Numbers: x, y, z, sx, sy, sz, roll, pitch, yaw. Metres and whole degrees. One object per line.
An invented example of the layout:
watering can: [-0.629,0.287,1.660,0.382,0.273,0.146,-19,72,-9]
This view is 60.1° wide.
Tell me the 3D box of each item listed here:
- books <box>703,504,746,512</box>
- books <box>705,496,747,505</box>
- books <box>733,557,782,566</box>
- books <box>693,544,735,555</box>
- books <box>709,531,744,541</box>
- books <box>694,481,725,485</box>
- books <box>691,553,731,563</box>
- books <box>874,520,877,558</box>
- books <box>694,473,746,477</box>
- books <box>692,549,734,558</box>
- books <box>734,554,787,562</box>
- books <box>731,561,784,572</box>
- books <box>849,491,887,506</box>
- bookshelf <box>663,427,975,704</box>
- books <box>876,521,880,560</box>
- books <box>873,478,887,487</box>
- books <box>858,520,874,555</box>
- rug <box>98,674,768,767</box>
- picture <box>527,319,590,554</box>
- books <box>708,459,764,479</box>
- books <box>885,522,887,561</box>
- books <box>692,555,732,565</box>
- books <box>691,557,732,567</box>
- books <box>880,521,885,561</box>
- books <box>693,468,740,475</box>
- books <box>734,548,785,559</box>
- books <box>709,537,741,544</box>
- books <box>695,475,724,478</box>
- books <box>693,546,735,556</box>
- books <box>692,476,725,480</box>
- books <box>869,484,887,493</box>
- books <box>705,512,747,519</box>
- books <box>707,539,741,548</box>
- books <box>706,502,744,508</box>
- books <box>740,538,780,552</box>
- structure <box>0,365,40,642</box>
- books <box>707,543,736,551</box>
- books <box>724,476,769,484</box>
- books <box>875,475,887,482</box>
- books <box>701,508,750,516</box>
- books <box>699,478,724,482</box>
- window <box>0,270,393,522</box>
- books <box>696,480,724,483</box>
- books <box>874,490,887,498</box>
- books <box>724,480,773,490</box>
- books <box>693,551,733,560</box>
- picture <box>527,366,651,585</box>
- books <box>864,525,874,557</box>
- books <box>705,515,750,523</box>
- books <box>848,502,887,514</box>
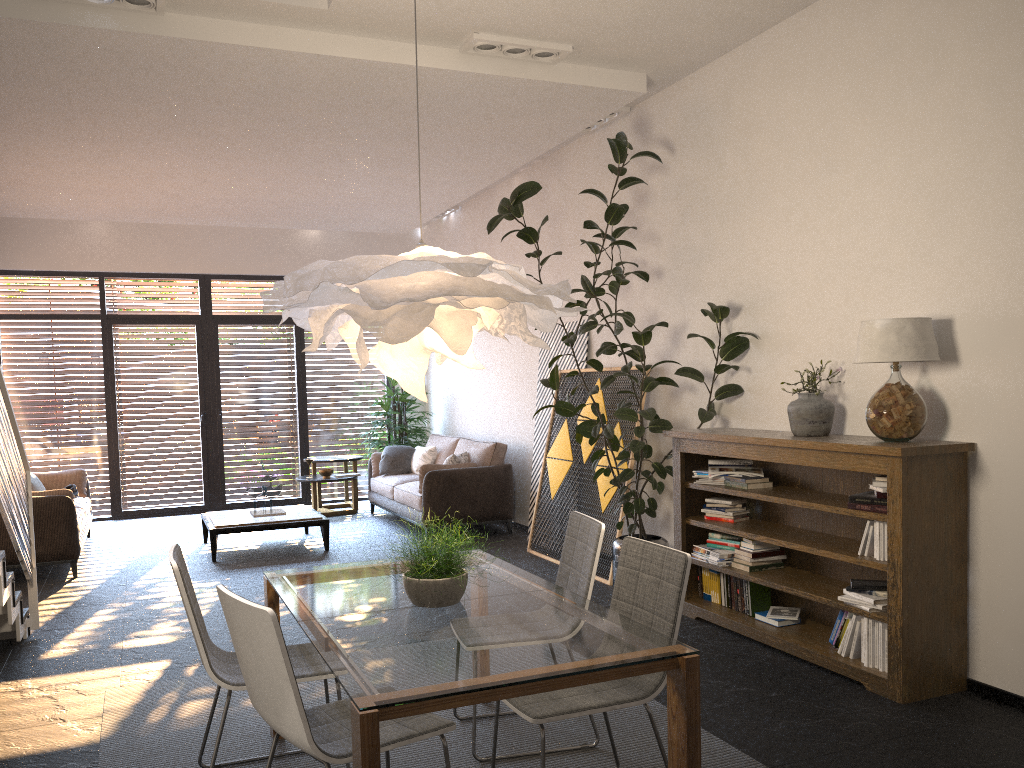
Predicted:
books: [1.326,0.770,5.530,0.162,0.023,0.231,-2,0,-22]
books: [1.333,0.727,5.517,0.155,0.020,0.205,-2,0,-38]
books: [1.455,1.040,5.244,0.227,0.024,0.166,-2,0,-25]
books: [1.289,1.010,5.446,0.218,0.013,0.304,-2,0,-18]
books: [1.372,0.932,5.458,0.193,0.028,0.245,-2,0,-43]
books: [1.329,0.606,5.479,0.318,0.011,0.252,-1,0,41]
books: [1.280,1.062,5.456,0.218,0.013,0.304,-2,0,-18]
books: [1.800,0.739,4.262,0.136,0.189,0.018,-2,3,-23]
books: [1.333,0.553,5.500,0.318,0.011,0.252,-1,0,39]
books: [1.284,1.034,5.447,0.218,0.008,0.304,-2,0,-19]
books: [1.467,1.016,5.236,0.243,0.024,0.175,-2,0,-16]
books: [1.451,1.069,5.237,0.243,0.034,0.179,-2,0,-21]
books: [0.940,-2.764,1.645,0.360,6.727,5.379,0,2,18]
bookshelf: [1.558,0.869,4.892,0.450,1.175,1.916,-3,1,-23]
books: [1.793,0.740,4.218,0.136,0.189,0.018,-2,3,-23]
books: [1.845,0.469,4.207,0.243,0.024,0.174,-1,0,22]
books: [1.763,0.742,4.307,0.135,0.182,0.078,-2,3,-23]
rug: [-0.250,1.503,3.252,2.369,0.006,3.682,-2,0,-23]
picture: [0.400,0.468,7.926,0.207,2.025,0.956,-3,3,-23]
books: [1.369,0.528,5.437,0.322,0.109,0.272,-1,1,12]
books: [1.824,0.739,4.196,0.135,0.189,0.015,-2,3,-23]
books: [1.281,1.078,5.458,0.218,0.007,0.304,-2,0,-18]
books: [1.282,1.085,5.456,0.218,0.008,0.304,-2,0,-23]
books: [1.806,0.739,4.205,0.135,0.189,0.015,-2,3,-23]
books: [1.331,0.542,5.508,0.318,0.011,0.252,-1,0,44]
books: [1.459,0.990,5.227,0.225,0.029,0.179,-2,0,-20]
books: [1.372,0.953,5.457,0.192,0.014,0.255,-2,0,-35]
books: [1.334,0.563,5.482,0.318,0.011,0.252,-1,0,39]
books: [1.290,1.019,5.448,0.218,0.008,0.304,-2,0,-18]
books: [1.326,0.574,5.496,0.252,0.011,0.318,-2,0,-41]
books: [1.842,0.491,4.187,0.244,0.019,0.174,-2,0,2]
books: [1.335,0.812,5.522,0.155,0.022,0.205,-2,0,-43]
books: [1.355,0.973,5.457,0.175,0.023,0.249,-2,0,-37]
books: [1.328,0.748,5.522,0.221,0.023,0.147,-1,0,18]
books: [1.471,0.941,5.236,0.216,0.069,0.157,-2,1,-13]
structure: [-0.410,-2.649,1.911,4.230,8.332,8.449,-3,2,-23]
books: [1.355,0.996,5.458,0.175,0.023,0.249,-2,0,-42]
books: [1.397,0.566,5.280,0.166,0.024,0.227,-2,0,-19]
books: [1.851,0.446,4.209,0.205,0.022,0.155,-2,0,-38]
books: [1.332,0.792,5.525,0.174,0.019,0.243,-2,0,-38]
books: [1.352,0.584,5.461,0.318,0.011,0.252,-1,0,34]
window: [-3.764,0.092,10.994,4.938,3.037,0.459,-2,3,-23]
books: [1.338,0.595,5.473,0.318,0.011,0.252,-1,0,37]
books: [1.837,0.516,4.183,0.225,0.029,0.179,-1,0,19]
books: [1.406,0.594,5.276,0.179,0.034,0.243,-2,0,-20]
books: [1.289,1.045,5.449,0.218,0.006,0.304,-2,0,-18]
picture: [0.578,0.677,7.187,0.386,1.609,1.495,-3,2,-23]
books: [1.771,0.755,4.290,0.120,0.158,0.056,-2,3,-23]
books: [1.341,0.834,5.525,0.158,0.021,0.224,-2,0,-38]
books: [1.803,0.585,4.239,0.230,0.034,0.286,-2,0,-31]
